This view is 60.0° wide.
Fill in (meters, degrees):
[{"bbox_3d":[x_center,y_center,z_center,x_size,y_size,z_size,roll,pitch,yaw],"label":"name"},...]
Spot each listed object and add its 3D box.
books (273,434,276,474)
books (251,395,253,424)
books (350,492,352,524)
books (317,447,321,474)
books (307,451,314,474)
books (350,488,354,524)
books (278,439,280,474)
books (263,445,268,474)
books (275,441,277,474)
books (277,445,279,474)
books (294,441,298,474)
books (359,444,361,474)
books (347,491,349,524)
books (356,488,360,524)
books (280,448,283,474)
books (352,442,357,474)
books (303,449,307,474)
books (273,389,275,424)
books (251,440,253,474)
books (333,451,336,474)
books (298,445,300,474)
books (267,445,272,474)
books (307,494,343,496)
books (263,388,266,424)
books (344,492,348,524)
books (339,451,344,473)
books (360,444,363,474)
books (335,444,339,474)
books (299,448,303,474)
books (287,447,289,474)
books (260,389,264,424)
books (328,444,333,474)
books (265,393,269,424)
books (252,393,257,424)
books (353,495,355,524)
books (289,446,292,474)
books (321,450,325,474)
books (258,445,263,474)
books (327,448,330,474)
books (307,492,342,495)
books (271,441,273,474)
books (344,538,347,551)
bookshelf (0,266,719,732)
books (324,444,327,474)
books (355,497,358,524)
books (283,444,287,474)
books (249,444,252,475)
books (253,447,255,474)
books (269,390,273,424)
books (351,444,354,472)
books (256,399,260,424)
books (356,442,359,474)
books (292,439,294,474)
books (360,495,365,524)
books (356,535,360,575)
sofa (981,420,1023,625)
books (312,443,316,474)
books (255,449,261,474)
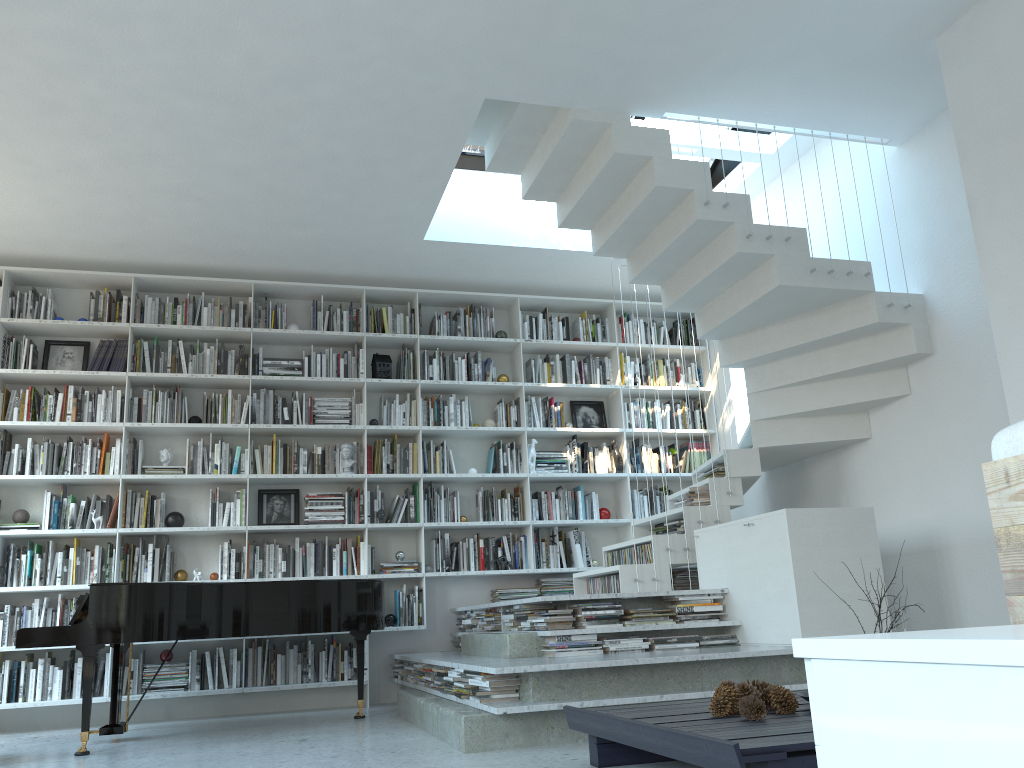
[{"bbox_3d":[-1.770,0.546,6.595,0.014,0.316,0.188,1,-15,-16],"label":"books"},{"bbox_3d":[-1.956,0.226,6.663,0.012,0.253,0.161,1,-15,-16],"label":"books"},{"bbox_3d":[-1.219,0.953,6.682,0.013,0.255,0.163,1,-15,-16],"label":"books"},{"bbox_3d":[-1.459,0.603,6.684,0.029,0.223,0.186,1,-15,-16],"label":"books"},{"bbox_3d":[-1.525,0.620,6.686,0.050,0.198,0.146,1,-15,-16],"label":"books"},{"bbox_3d":[-1.209,0.937,6.688,0.011,0.287,0.152,1,-15,-16],"label":"books"},{"bbox_3d":[-1.738,0.569,6.613,0.010,0.280,0.171,1,-15,-16],"label":"books"},{"bbox_3d":[-1.836,0.588,6.604,0.026,0.247,0.139,1,-15,-16],"label":"books"},{"bbox_3d":[-1.755,0.571,6.592,0.015,0.266,0.189,1,-15,-16],"label":"books"},{"bbox_3d":[-1.752,0.591,6.623,0.010,0.244,0.150,1,-15,-16],"label":"books"},{"bbox_3d":[-1.620,0.577,6.640,0.028,0.267,0.190,1,-15,-16],"label":"books"},{"bbox_3d":[-1.175,0.598,6.793,0.014,0.260,0.137,1,-15,-16],"label":"books"},{"bbox_3d":[-1.238,0.947,6.665,0.011,0.260,0.185,1,-15,-16],"label":"books"},{"bbox_3d":[-1.163,0.939,6.688,0.011,0.279,0.186,1,-15,-16],"label":"books"},{"bbox_3d":[-1.727,0.600,6.633,0.024,0.228,0.148,1,-15,-16],"label":"books"},{"bbox_3d":[-1.209,0.590,6.790,0.025,0.278,0.108,1,-15,-16],"label":"books"},{"bbox_3d":[-1.561,0.608,6.666,0.030,0.214,0.169,1,-15,-16],"label":"books"},{"bbox_3d":[-1.803,0.205,6.703,0.011,0.299,0.180,1,-15,-16],"label":"books"},{"bbox_3d":[-1.930,0.571,6.587,0.010,0.281,0.140,1,-15,-16],"label":"books"},{"bbox_3d":[-1.354,0.621,6.738,0.022,0.206,0.114,1,-15,-16],"label":"books"},{"bbox_3d":[-1.608,0.592,6.669,0.011,0.251,0.131,1,-15,-16],"label":"books"},{"bbox_3d":[-1.808,0.591,6.605,0.029,0.239,0.156,1,-15,-16],"label":"books"},{"bbox_3d":[-1.407,0.843,6.650,0.254,0.012,0.161,2,-16,-19],"label":"books"},{"bbox_3d":[-1.871,0.202,6.702,0.014,0.312,0.134,1,-15,-16],"label":"books"},{"bbox_3d":[-1.250,0.951,6.664,0.012,0.253,0.161,1,-15,-16],"label":"books"},{"bbox_3d":[-1.302,0.622,6.743,0.035,0.201,0.149,1,-15,-16],"label":"books"},{"bbox_3d":[-1.160,0.599,6.805,0.023,0.264,0.107,1,-15,-16],"label":"books"},{"bbox_3d":[-1.332,0.594,6.744,0.024,0.258,0.127,1,-15,-16],"label":"books"},{"bbox_3d":[-1.587,0.606,6.657,0.024,0.216,0.175,1,-15,-16],"label":"books"},{"bbox_3d":[-1.678,0.598,6.633,0.012,0.227,0.170,1,-15,-16],"label":"books"},{"bbox_3d":[-1.885,0.204,6.677,0.026,0.296,0.179,1,-15,-16],"label":"books"},{"bbox_3d":[-1.373,0.591,6.722,0.025,0.258,0.151,1,-15,-16],"label":"books"},{"bbox_3d":[-1.844,0.218,6.677,0.025,0.265,0.185,1,-15,-16],"label":"books"},{"bbox_3d":[-1.935,0.218,6.660,0.026,0.266,0.171,1,-15,-16],"label":"books"},{"bbox_3d":[-1.198,0.966,6.691,0.013,0.232,0.134,1,-15,-16],"label":"books"},{"bbox_3d":[-1.663,0.597,6.646,0.025,0.235,0.137,1,-15,-16],"label":"books"},{"bbox_3d":[-1.431,0.615,6.691,0.029,0.200,0.179,1,-15,-16],"label":"books"},{"bbox_3d":[-1.866,0.588,6.585,0.042,0.241,0.162,1,-15,-16],"label":"books"},{"bbox_3d":[-1.401,0.609,6.730,0.025,0.229,0.143,1,-15,-16],"label":"books"},{"bbox_3d":[-1.407,0.831,6.651,0.254,0.012,0.161,0,-15,-12],"label":"books"},{"bbox_3d":[-1.793,0.574,6.627,0.010,0.283,0.137,1,-15,-16],"label":"books"},{"bbox_3d":[-1.236,1.294,6.594,0.010,0.283,0.132,1,-15,-16],"label":"books"},{"bbox_3d":[-1.317,0.789,6.626,6.297,3.133,0.331,1,-15,-16],"label":"bookshelf"},{"bbox_3d":[-1.409,0.591,6.692,0.012,0.244,0.186,1,-15,-16],"label":"books"},{"bbox_3d":[-1.181,0.974,6.692,0.021,0.217,0.132,1,-15,-16],"label":"books"},{"bbox_3d":[-1.704,0.588,6.650,0.028,0.258,0.135,1,-15,-16],"label":"books"},{"bbox_3d":[-1.938,0.582,6.572,0.012,0.253,0.161,1,-15,-16],"label":"books"},{"bbox_3d":[-1.919,0.593,6.583,0.011,0.234,0.142,1,-15,-16],"label":"books"},{"bbox_3d":[-1.824,0.209,6.705,0.029,0.294,0.151,1,-15,-16],"label":"books"},{"bbox_3d":[-1.229,0.596,6.771,0.025,0.259,0.131,1,-15,-16],"label":"books"},{"bbox_3d":[-1.913,0.241,6.677,0.027,0.227,0.147,1,-15,-16],"label":"books"},{"bbox_3d":[-1.185,0.592,6.778,0.014,0.265,0.154,1,-15,-16],"label":"books"},{"bbox_3d":[-1.644,0.572,6.650,0.013,0.283,0.177,1,-15,-16],"label":"books"},{"bbox_3d":[-1.137,0.961,6.678,0.034,0.228,0.200,1,-15,-16],"label":"books"},{"bbox_3d":[-1.148,1.286,6.613,0.011,0.299,0.149,1,-15,-16],"label":"books"},{"bbox_3d":[1.809,0.301,1.112,2.195,0.851,0.874,1,-15,-16],"label":"sofa"},{"bbox_3d":[-1.493,0.589,6.694,0.014,0.258,0.162,1,-15,-16],"label":"books"},{"bbox_3d":[-1.880,0.600,6.565,0.053,0.208,0.156,1,-15,-16],"label":"books"}]
